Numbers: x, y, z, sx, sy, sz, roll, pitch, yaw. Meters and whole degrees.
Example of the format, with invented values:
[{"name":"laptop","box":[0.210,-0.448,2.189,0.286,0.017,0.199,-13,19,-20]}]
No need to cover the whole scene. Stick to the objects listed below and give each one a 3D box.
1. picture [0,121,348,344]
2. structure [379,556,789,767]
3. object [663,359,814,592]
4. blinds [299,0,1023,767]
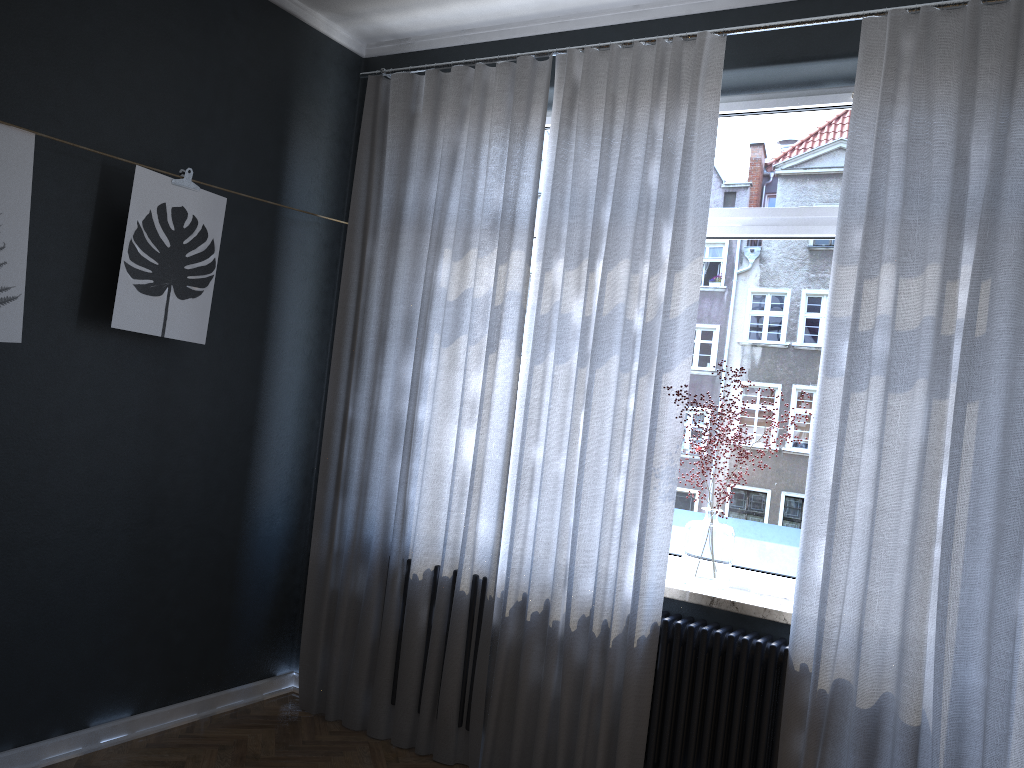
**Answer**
[{"name":"picture","box":[-1.856,-0.533,2.153,0.057,0.771,4.461,6,-1,31]},{"name":"structure","box":[0.251,1.087,3.321,1.845,0.600,0.216,6,-1,31]},{"name":"object","box":[0.735,0.333,3.124,0.514,0.809,0.599,6,-1,5]},{"name":"blinds","box":[0.921,0.192,2.921,3.989,2.788,0.312,6,-1,31]}]
